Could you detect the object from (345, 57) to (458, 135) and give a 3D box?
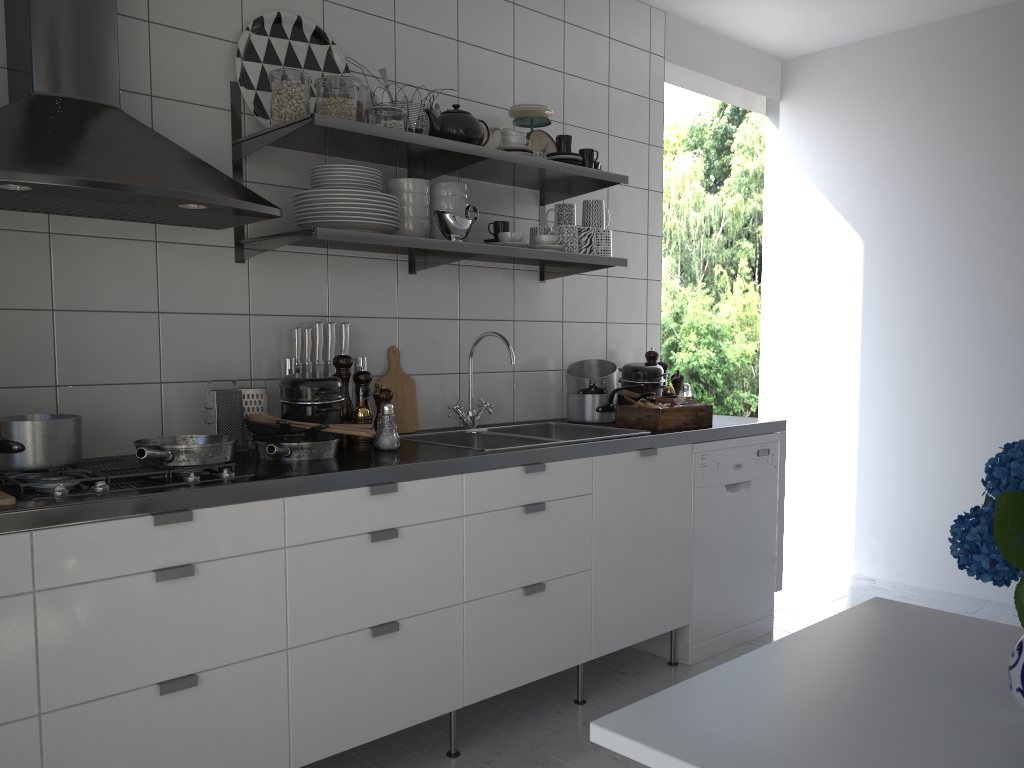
[{"bbox_3d":[-0.339,-0.855,2.806,0.198,0.280,0.377,2,4,29],"label":"object"}]

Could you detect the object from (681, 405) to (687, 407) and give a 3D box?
[{"bbox_3d":[0.644,0.094,3.246,0.053,0.030,0.054,3,4,41],"label":"object"}]

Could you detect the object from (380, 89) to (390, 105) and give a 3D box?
[{"bbox_3d":[-0.381,-0.834,2.847,0.085,0.228,0.025,1,5,16],"label":"object"}]

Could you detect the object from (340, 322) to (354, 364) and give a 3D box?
[{"bbox_3d":[-0.517,-0.128,2.782,0.046,0.132,0.022,-4,6,-40],"label":"object"}]

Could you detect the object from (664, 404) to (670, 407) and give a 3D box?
[{"bbox_3d":[0.576,0.110,3.305,0.026,0.068,0.068,4,5,39],"label":"object"}]

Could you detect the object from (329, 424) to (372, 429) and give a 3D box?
[{"bbox_3d":[-0.536,0.116,2.342,0.336,0.021,0.065,0,3,10],"label":"object"}]

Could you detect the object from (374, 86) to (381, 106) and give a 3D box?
[{"bbox_3d":[-0.409,-0.835,2.829,0.063,0.233,0.029,3,6,34],"label":"object"}]

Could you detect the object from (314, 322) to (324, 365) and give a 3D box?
[{"bbox_3d":[-0.590,-0.125,2.715,0.033,0.132,0.022,-4,6,-39],"label":"object"}]

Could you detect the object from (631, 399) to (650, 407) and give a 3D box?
[{"bbox_3d":[0.463,0.102,3.249,0.084,0.099,0.118,3,5,40],"label":"object"}]

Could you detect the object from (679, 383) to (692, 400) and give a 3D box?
[{"bbox_3d":[0.725,0.064,3.711,0.069,0.135,0.069,2,5,27],"label":"object"}]

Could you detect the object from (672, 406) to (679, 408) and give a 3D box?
[{"bbox_3d":[0.592,0.100,3.201,0.050,0.043,0.050,0,4,6],"label":"object"}]

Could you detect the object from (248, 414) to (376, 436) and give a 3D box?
[{"bbox_3d":[-0.523,0.107,2.306,0.334,0.061,0.059,0,4,4],"label":"object"}]

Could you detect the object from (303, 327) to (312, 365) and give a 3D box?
[{"bbox_3d":[-0.619,-0.115,2.689,0.019,0.115,0.027,4,6,42],"label":"object"}]

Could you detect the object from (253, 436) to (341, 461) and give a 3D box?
[{"bbox_3d":[-0.604,0.166,2.340,0.232,0.061,0.351,1,3,25],"label":"object"}]

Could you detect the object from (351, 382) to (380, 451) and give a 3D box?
[{"bbox_3d":[-0.422,0.091,2.523,0.058,0.193,0.080,3,6,35],"label":"object"}]

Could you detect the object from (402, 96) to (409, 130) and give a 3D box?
[{"bbox_3d":[-0.342,-0.829,2.867,0.020,0.218,0.068,-2,5,-18],"label":"object"}]

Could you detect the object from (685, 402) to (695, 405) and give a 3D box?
[{"bbox_3d":[0.670,0.101,3.321,0.069,0.064,0.039,0,4,5],"label":"object"}]

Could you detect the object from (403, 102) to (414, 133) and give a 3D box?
[{"bbox_3d":[-0.327,-0.811,2.836,0.023,0.187,0.081,-3,6,-34],"label":"object"}]

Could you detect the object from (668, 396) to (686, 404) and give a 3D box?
[{"bbox_3d":[0.561,0.097,3.357,0.270,0.095,0.050,-2,5,-38],"label":"object"}]

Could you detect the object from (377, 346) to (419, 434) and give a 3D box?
[{"bbox_3d":[-0.387,0.019,2.968,0.157,0.295,0.047,-4,6,-43],"label":"object"}]

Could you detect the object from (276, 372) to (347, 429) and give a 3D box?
[{"bbox_3d":[-0.550,0.049,2.432,0.197,0.159,0.190,1,4,8],"label":"object"}]

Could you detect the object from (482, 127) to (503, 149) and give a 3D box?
[{"bbox_3d":[-0.102,-0.800,3.016,0.127,0.152,0.115,-1,4,-17],"label":"object"}]

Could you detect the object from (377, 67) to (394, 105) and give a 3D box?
[{"bbox_3d":[-0.361,-0.837,2.723,0.113,0.250,0.021,-4,6,-38],"label":"object"}]

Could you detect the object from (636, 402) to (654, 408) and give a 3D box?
[{"bbox_3d":[0.546,0.108,3.189,0.217,0.094,0.030,-1,5,-18],"label":"object"}]

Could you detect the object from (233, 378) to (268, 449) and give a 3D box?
[{"bbox_3d":[-0.759,0.084,2.576,0.101,0.202,0.080,-2,5,-23],"label":"object"}]

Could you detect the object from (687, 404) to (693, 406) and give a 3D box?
[{"bbox_3d":[0.663,0.099,3.299,0.069,0.050,0.053,1,4,9],"label":"object"}]

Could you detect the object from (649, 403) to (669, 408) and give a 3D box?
[{"bbox_3d":[0.595,0.110,3.232,0.220,0.085,0.030,-1,5,-18],"label":"object"}]

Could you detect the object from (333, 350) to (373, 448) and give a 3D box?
[{"bbox_3d":[-0.464,0.043,2.592,0.123,0.283,0.060,-4,6,-38],"label":"object"}]

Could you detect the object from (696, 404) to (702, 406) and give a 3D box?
[{"bbox_3d":[0.690,0.104,3.281,0.069,0.060,0.043,-2,5,-26],"label":"object"}]

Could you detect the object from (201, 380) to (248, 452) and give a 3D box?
[{"bbox_3d":[-0.805,0.089,2.468,0.081,0.202,0.100,3,6,37],"label":"object"}]

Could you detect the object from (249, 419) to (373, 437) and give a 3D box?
[{"bbox_3d":[-0.525,0.114,2.291,0.335,0.044,0.064,1,3,13],"label":"object"}]

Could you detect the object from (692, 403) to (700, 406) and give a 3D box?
[{"bbox_3d":[0.685,0.101,3.282,0.069,0.062,0.042,-1,4,-13],"label":"object"}]

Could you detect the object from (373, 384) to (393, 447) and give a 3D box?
[{"bbox_3d":[-0.377,0.092,2.593,0.058,0.185,0.058,-1,5,-15],"label":"object"}]

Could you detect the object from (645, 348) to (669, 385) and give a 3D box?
[{"bbox_3d":[0.617,-0.013,3.779,0.123,0.283,0.060,-4,6,-38],"label":"object"}]

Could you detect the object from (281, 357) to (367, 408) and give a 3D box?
[{"bbox_3d":[-0.576,0.049,2.744,0.321,0.261,0.066,-3,6,-43],"label":"object"}]

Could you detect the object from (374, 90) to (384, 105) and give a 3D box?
[{"bbox_3d":[-0.390,-0.828,2.820,0.100,0.221,0.028,1,5,18],"label":"object"}]

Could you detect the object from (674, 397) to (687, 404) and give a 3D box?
[{"bbox_3d":[0.633,0.079,3.360,0.053,0.058,0.050,3,5,40],"label":"object"}]

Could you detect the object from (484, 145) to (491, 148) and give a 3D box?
[{"bbox_3d":[-0.105,-0.741,2.869,0.082,0.048,0.079,1,4,21],"label":"object"}]

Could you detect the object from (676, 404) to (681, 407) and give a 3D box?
[{"bbox_3d":[0.616,0.099,3.281,0.034,0.052,0.054,3,5,33],"label":"object"}]

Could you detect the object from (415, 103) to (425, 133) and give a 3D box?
[{"bbox_3d":[-0.301,-0.814,2.850,0.023,0.190,0.062,3,5,28],"label":"object"}]

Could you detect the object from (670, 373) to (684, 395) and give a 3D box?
[{"bbox_3d":[0.704,0.036,3.781,0.058,0.185,0.058,-1,5,-15],"label":"object"}]

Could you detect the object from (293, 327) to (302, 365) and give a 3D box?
[{"bbox_3d":[-0.644,-0.114,2.665,0.019,0.115,0.027,4,6,42],"label":"object"}]

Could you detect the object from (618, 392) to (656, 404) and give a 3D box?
[{"bbox_3d":[0.517,0.061,3.530,0.245,0.081,0.355,-2,4,-35],"label":"object"}]

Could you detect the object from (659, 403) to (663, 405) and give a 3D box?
[{"bbox_3d":[0.559,0.105,3.319,0.035,0.067,0.068,2,4,28],"label":"object"}]

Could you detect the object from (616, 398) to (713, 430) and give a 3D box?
[{"bbox_3d":[0.563,0.103,3.267,0.300,0.101,0.210,-3,4,-41],"label":"object"}]

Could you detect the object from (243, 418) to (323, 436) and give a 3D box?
[{"bbox_3d":[-0.564,0.117,2.343,0.245,0.081,0.355,-2,4,-35],"label":"object"}]

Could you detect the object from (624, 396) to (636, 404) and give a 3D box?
[{"bbox_3d":[0.507,0.093,3.338,0.048,0.107,0.265,4,5,43],"label":"object"}]

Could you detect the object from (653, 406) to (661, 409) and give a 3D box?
[{"bbox_3d":[0.522,0.100,3.140,0.049,0.048,0.048,-2,5,-32],"label":"object"}]

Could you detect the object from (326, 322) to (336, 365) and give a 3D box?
[{"bbox_3d":[-0.559,-0.126,2.744,0.033,0.132,0.022,-4,6,-39],"label":"object"}]

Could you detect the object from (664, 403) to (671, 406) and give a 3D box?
[{"bbox_3d":[0.593,0.100,3.358,0.048,0.052,0.047,1,4,21],"label":"object"}]

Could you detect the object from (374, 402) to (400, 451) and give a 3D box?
[{"bbox_3d":[-0.356,0.120,2.523,0.069,0.135,0.069,2,5,27],"label":"object"}]

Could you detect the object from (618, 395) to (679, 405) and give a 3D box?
[{"bbox_3d":[0.507,0.075,3.522,0.243,0.082,0.346,0,3,-2],"label":"object"}]

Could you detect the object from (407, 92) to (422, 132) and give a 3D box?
[{"bbox_3d":[-0.323,-0.833,2.855,0.027,0.227,0.085,3,5,30],"label":"object"}]

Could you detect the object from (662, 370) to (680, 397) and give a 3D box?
[{"bbox_3d":[0.660,0.036,3.711,0.058,0.193,0.080,3,6,35],"label":"object"}]

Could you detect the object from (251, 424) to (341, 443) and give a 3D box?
[{"bbox_3d":[-0.574,0.131,2.335,0.243,0.082,0.346,0,3,-2],"label":"object"}]

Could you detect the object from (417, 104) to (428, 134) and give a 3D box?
[{"bbox_3d":[-0.294,-0.809,2.826,0.023,0.181,0.090,2,5,20],"label":"object"}]

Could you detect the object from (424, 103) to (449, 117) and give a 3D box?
[{"bbox_3d":[-0.228,-0.828,2.925,0.077,0.204,0.104,5,6,44],"label":"object"}]

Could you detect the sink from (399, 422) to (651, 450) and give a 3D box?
[{"bbox_3d":[0.043,0.220,2.934,0.764,0.112,0.486,-3,4,-43],"label":"sink"}]
